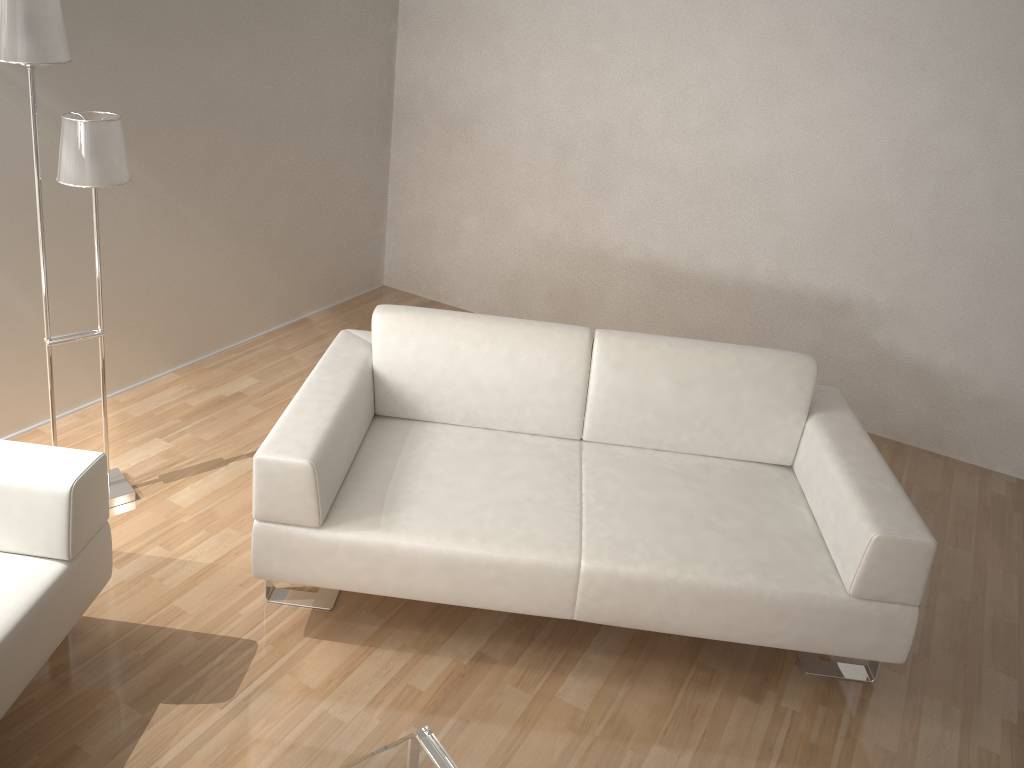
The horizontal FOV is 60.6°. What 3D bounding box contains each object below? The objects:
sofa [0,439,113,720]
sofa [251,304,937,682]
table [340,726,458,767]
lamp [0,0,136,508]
[{"bbox_3d":[-1.557,0.687,1.466,0.906,0.703,1.876,7,24,2],"label":"sofa"},{"bbox_3d":[0.213,0.279,2.725,1.782,0.705,0.953,7,22,2],"label":"sofa"},{"bbox_3d":[-0.267,1.074,1.469,0.709,0.237,0.827,-12,30,-34],"label":"table"},{"bbox_3d":[-1.365,-0.360,2.713,0.370,1.591,0.216,-10,24,-41],"label":"lamp"}]
